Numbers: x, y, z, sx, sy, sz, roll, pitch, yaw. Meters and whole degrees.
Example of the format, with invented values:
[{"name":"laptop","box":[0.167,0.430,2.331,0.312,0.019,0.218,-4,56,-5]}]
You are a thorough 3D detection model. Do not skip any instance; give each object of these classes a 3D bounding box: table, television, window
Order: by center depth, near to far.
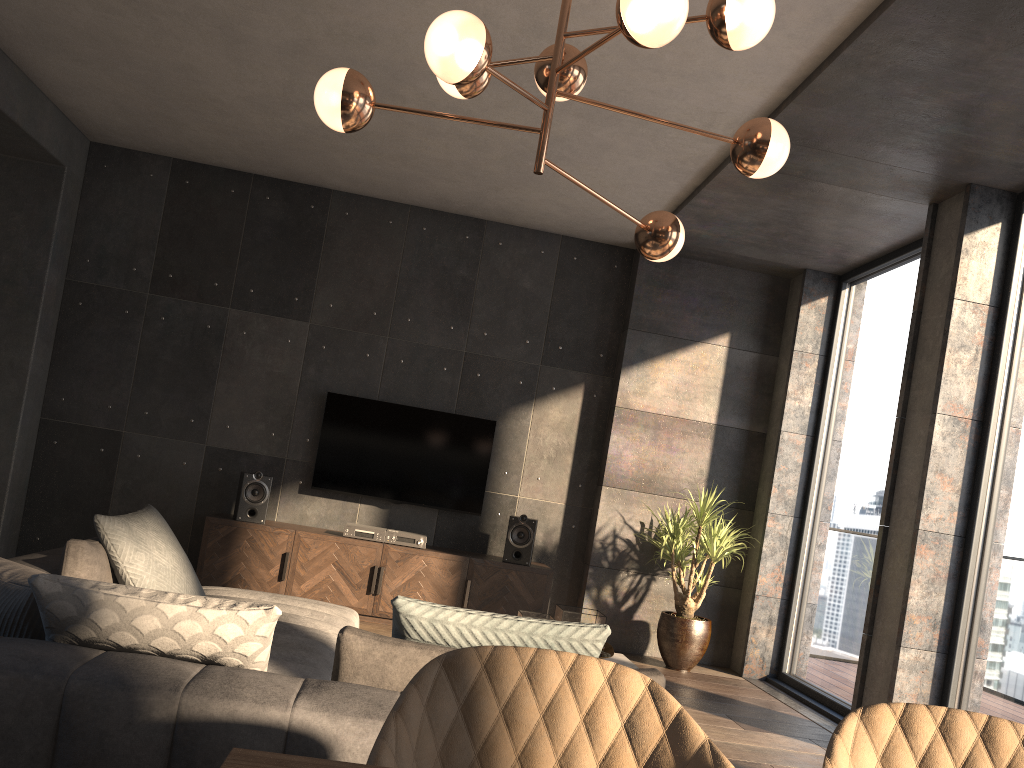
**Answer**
[{"name":"table","box":[0.422,0.829,0.564,1.468,0.766,0.772,10,-4,-6]},{"name":"window","box":[2.583,0.325,2.820,0.199,2.984,7.298,10,-6,-5]},{"name":"table","box":[0.148,1.424,4.061,0.932,0.308,0.935,10,-6,-6]},{"name":"television","box":[-0.797,0.531,6.567,1.267,0.734,0.057,10,-2,-6]}]

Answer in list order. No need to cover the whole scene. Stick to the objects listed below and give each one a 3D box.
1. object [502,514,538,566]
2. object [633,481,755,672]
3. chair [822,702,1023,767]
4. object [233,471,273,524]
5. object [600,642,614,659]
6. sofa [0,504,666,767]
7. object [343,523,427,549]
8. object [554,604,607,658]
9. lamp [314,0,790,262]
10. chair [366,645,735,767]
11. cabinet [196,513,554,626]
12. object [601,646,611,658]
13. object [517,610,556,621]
[{"name":"object","box":[0.064,1.111,6.350,0.198,0.353,0.250,9,-3,4]},{"name":"object","box":[1.231,1.353,6.355,0.946,1.356,1.034,8,-4,25]},{"name":"chair","box":[0.638,0.902,1.162,0.554,0.833,0.513,9,-3,4]},{"name":"object","box":[-1.800,0.777,6.143,0.199,0.353,0.249,11,-3,-21]},{"name":"object","box":[0.306,1.275,4.263,0.350,0.083,0.346,13,-7,-28]},{"name":"sofa","box":[-0.764,0.928,3.110,2.026,0.780,2.924,10,-6,-6]},{"name":"object","box":[-0.895,1.076,6.254,0.574,0.087,0.271,10,-6,-6]},{"name":"object","box":[0.290,1.149,3.983,0.199,0.260,0.197,10,-3,-6]},{"name":"lamp","box":[0.279,-1.116,2.748,1.475,1.034,1.012,12,-5,-30]},{"name":"chair","box":[0.039,0.794,1.091,0.557,0.833,0.511,10,-3,-11]},{"name":"cabinet","box":[-0.955,1.397,6.315,2.411,0.549,0.542,10,-4,-6]},{"name":"object","box":[0.303,1.278,4.271,0.278,0.071,0.324,11,-7,-17]},{"name":"object","box":[0.091,1.126,3.893,0.148,0.220,0.150,10,-3,-6]}]
